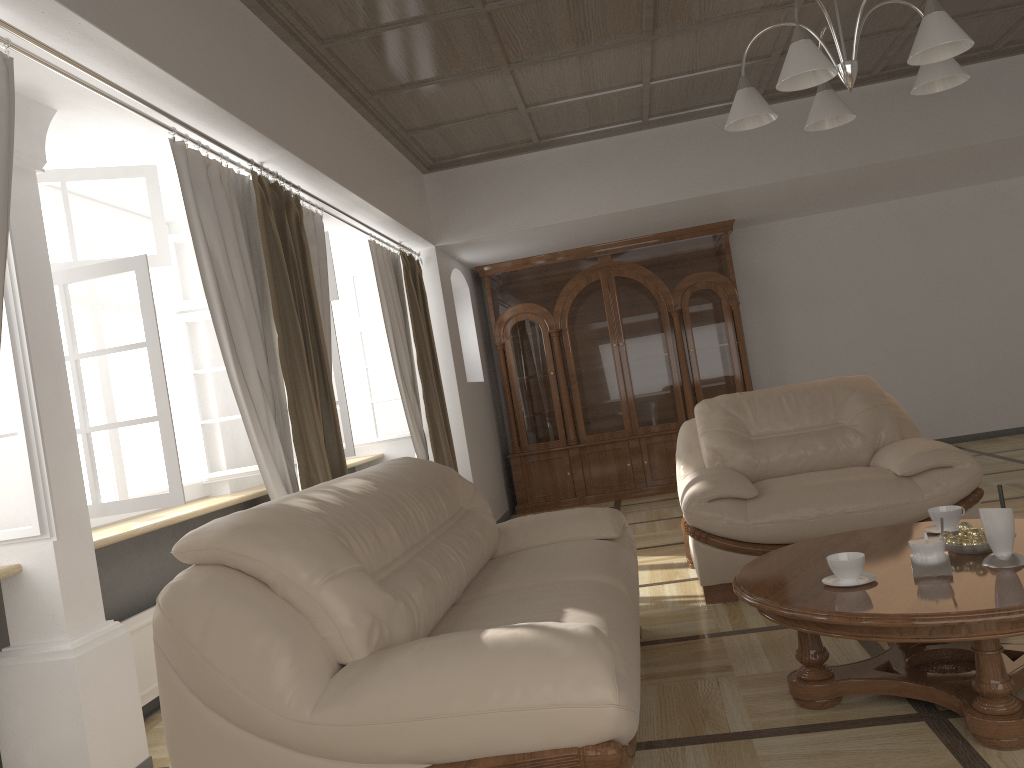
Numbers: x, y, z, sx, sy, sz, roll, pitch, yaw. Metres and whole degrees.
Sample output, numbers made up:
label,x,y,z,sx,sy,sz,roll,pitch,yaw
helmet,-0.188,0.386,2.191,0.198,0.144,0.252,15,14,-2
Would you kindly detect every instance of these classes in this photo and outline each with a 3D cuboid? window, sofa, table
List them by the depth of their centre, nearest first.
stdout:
label,x,y,z,sx,sy,sz,roll,pitch,yaw
window,-1.857,-0.156,1.895,0.781,1.500,1.600,-9,-1,8
table,1.285,0.717,2.658,1.167,0.392,1.169,-9,-1,3
sofa,-0.135,0.693,2.870,1.051,0.900,2.135,-9,-1,8
window,-1.564,-0.172,4.059,0.784,1.500,1.759,-9,-1,7
sofa,1.479,0.454,4.425,1.318,0.900,1.052,-9,-1,8
window,-1.274,-0.191,6.027,0.782,1.500,1.653,-9,-1,8

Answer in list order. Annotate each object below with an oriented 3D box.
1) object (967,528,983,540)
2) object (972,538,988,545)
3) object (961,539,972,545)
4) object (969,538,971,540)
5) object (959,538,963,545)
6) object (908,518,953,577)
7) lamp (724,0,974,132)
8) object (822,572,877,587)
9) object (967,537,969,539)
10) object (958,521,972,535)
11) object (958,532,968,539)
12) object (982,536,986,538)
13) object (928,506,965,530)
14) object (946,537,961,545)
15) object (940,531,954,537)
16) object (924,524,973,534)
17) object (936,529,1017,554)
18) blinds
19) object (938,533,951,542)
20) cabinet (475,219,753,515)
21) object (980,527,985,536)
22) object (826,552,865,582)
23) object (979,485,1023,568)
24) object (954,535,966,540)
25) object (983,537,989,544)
label,x,y,z,sx,sy,sz,roll,pitch,yaw
object,1.381,0.449,2.644,0.038,0.039,0.040,-9,-1,-7
object,1.378,0.472,2.611,0.041,0.040,0.037,-10,-1,21
object,1.360,0.482,2.644,0.038,0.040,0.040,-9,-1,-32
object,1.392,0.478,2.670,0.039,0.038,0.041,-9,-1,-40
object,1.354,0.485,2.686,0.040,0.037,0.040,-10,-1,33
object,1.197,0.464,2.549,0.104,0.133,0.178,-10,-1,23
lamp,0.942,-1.413,2.715,0.741,1.094,0.713,-9,-1,8
object,0.967,0.563,2.541,0.150,0.010,0.150,-9,-1,-6
object,1.411,0.475,2.706,0.040,0.039,0.039,-9,-1,-2
object,1.392,0.443,2.722,0.038,0.044,0.038,-9,-1,14
object,1.406,0.470,2.747,0.040,0.039,0.039,-9,-1,19
object,1.431,0.472,2.670,0.041,0.038,0.040,-10,-1,37
object,1.465,0.453,2.979,0.114,0.071,0.105,-10,-1,23
object,1.324,0.477,2.659,0.041,0.038,0.039,-9,-1,-38
object,1.337,0.472,2.731,0.039,0.039,0.041,-9,-1,-33
object,1.466,0.488,2.981,0.150,0.010,0.150,-9,-1,-2
object,1.397,0.481,2.677,0.227,0.039,0.227,-10,-1,33
blinds,-0.939,0.126,3.886,0.285,2.294,5.765,-9,-1,8
object,1.316,0.474,2.698,0.040,0.040,0.038,-9,-1,-13
cabinet,1.032,-0.127,8.217,2.360,2.298,0.587,-9,-1,8
object,1.424,0.437,2.652,0.040,0.041,0.037,-10,-1,31
object,0.959,0.529,2.546,0.105,0.071,0.114,-9,-1,-32
object,1.363,0.396,2.486,0.119,0.210,0.119,-9,-1,-15
object,1.374,0.482,2.721,0.039,0.038,0.040,-10,-1,33
object,1.412,0.473,2.633,0.039,0.040,0.038,-9,-1,-1
